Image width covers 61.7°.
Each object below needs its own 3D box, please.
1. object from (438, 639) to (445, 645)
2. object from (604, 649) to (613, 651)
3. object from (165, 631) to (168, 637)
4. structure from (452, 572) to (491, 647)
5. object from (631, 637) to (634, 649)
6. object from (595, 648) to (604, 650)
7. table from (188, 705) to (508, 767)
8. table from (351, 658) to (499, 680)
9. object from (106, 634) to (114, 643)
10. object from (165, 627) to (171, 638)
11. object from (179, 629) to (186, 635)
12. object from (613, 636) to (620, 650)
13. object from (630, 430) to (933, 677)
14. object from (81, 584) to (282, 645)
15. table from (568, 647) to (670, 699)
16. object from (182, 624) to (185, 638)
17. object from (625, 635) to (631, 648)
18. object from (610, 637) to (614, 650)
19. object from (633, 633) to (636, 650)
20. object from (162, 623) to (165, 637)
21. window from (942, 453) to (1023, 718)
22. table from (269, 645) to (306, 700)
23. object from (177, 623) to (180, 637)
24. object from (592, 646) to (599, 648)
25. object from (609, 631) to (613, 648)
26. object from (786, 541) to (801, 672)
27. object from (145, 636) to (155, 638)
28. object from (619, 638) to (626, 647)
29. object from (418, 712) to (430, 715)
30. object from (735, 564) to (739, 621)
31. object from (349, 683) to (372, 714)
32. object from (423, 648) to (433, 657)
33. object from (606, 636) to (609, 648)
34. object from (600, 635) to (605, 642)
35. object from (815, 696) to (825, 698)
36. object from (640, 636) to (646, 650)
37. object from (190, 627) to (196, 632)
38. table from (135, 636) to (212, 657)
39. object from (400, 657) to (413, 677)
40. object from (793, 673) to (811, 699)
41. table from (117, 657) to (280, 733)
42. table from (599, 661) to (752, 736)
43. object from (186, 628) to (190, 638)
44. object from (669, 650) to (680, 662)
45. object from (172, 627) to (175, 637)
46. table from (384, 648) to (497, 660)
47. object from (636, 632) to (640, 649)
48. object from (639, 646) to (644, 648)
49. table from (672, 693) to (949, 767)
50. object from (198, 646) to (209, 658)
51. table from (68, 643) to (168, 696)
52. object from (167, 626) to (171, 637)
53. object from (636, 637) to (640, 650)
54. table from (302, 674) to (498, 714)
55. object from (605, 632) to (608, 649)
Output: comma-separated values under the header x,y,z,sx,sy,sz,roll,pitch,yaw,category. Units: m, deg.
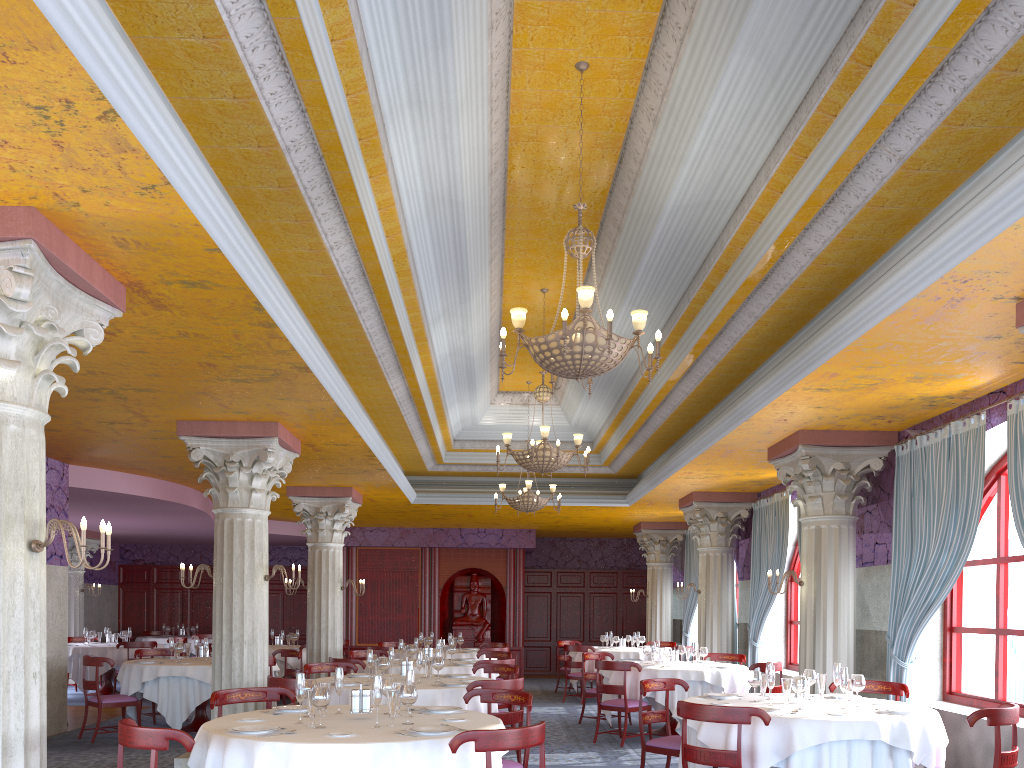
x,y,z,sx,sy,sz,roll,pitch,yaw,category
-1.271,4.663,15.440,0.145,0.210,0.072,2,-2,-21,object
1.811,4.998,16.094,0.261,0.019,0.055,14,-18,-41,object
-8.348,6.005,20.695,0.086,0.235,0.086,1,-2,-21,object
-0.996,5.515,20.977,0.964,1.832,0.647,1,-1,-1,structure
2.399,5.145,17.042,0.086,0.235,0.086,0,-2,24,object
1.635,5.025,16.213,0.313,0.024,0.323,1,-15,-1,object
-1.050,2.750,5.775,2.078,0.940,2.156,1,-12,-1,table
-1.205,4.396,12.044,2.078,0.940,2.156,1,-12,-1,table
-7.770,4.899,16.569,0.145,0.210,0.072,2,-2,-21,object
-8.276,5.968,20.602,0.122,0.262,0.123,-1,-3,35,object
-8.102,6.073,21.051,0.145,0.210,0.072,2,-2,-21,object
1.998,4.961,16.406,0.123,0.262,0.123,2,-3,-33,object
3.910,2.370,9.248,2.093,3.524,30.057,1,-15,-1,object
-6.845,4.692,17.611,5.695,1.182,0.355,-7,-4,26,object
2.156,5.671,16.777,2.078,0.940,2.156,1,-12,-1,table
-7.922,5.943,20.631,0.074,0.333,0.074,1,0,-10,object
2.327,5.155,17.134,0.122,0.262,0.123,1,-3,-10,object
1.925,4.998,16.498,0.086,0.235,0.086,1,-2,-21,object
2.351,4.936,16.434,0.074,0.333,0.074,0,0,35,object
-8.446,5.977,20.777,0.074,0.333,0.074,1,0,-10,object
4.655,1.591,7.210,0.160,2.504,3.667,1,-10,-1,window
-4.442,5.458,16.200,2.078,0.940,2.156,1,-12,-1,table
-8.300,6.116,21.301,0.074,0.333,0.074,1,0,-10,object
1.603,5.309,17.296,0.313,0.024,0.323,1,-15,-1,object
1.974,5.109,17.105,0.074,0.333,0.074,0,0,35,object
4.537,2.841,11.972,0.160,2.504,3.667,1,-10,-1,object
-8.638,6.032,20.409,0.314,0.024,0.322,6,-16,-21,object
2.172,5.066,16.855,0.145,0.210,0.072,2,-2,-21,object
-0.632,2.369,6.159,0.030,0.010,0.141,12,-19,-42,object
4.420,4.090,16.730,0.160,2.504,3.667,1,-10,-1,object
-1.034,2.146,5.853,0.145,0.210,0.072,2,-2,-21,object
-1.189,3.792,12.122,0.145,0.210,0.072,2,-2,-21,object
1.891,5.131,17.007,0.086,0.235,0.086,1,-2,-21,object
1.798,5.098,16.934,0.122,0.262,0.123,0,-3,12,object
2.781,2.805,7.680,0.022,0.003,0.258,-12,-19,40,object
2.526,5.018,16.606,0.122,0.262,0.123,0,-3,12,object
-7.747,6.025,20.802,0.122,0.262,0.123,0,-3,12,object
-8.118,6.678,20.973,2.078,0.940,2.156,1,-12,-1,table
-1.113,2.988,9.063,0.145,0.210,0.072,2,-2,-21,object
2.412,2.509,7.113,0.145,0.210,0.072,2,-2,-21,object
-4.337,4.339,11.937,2.078,0.940,2.156,1,-12,-1,table
2.274,4.415,11.993,2.078,0.940,2.156,1,-12,-1,table
-7.840,6.018,20.730,0.086,0.235,0.086,1,-2,-21,object
2.290,3.810,12.071,0.145,0.210,0.072,2,-2,-21,object
-8.383,6.138,21.203,0.086,0.235,0.086,1,-2,-21,object
-1.287,5.267,15.362,2.078,0.940,2.156,1,-12,-1,table
2.498,5.075,16.958,0.074,0.333,0.074,0,0,35,object
2.687,5.328,17.329,0.313,0.024,0.323,1,-15,-1,object
2.397,3.113,7.034,2.078,0.940,2.156,1,-12,-1,table
-4.321,3.734,12.015,0.145,0.210,0.072,2,-2,-21,object
-7.786,5.503,16.490,2.078,0.940,2.156,1,-12,-1,table
-8.475,6.105,21.131,0.122,0.262,0.123,-1,-3,35,object
2.434,5.012,16.533,0.086,0.235,0.086,1,-2,-21,object
-1.129,3.593,8.984,2.078,0.940,2.156,1,-12,-1,table
1.827,4.970,16.581,0.074,0.333,0.074,0,0,35,object
